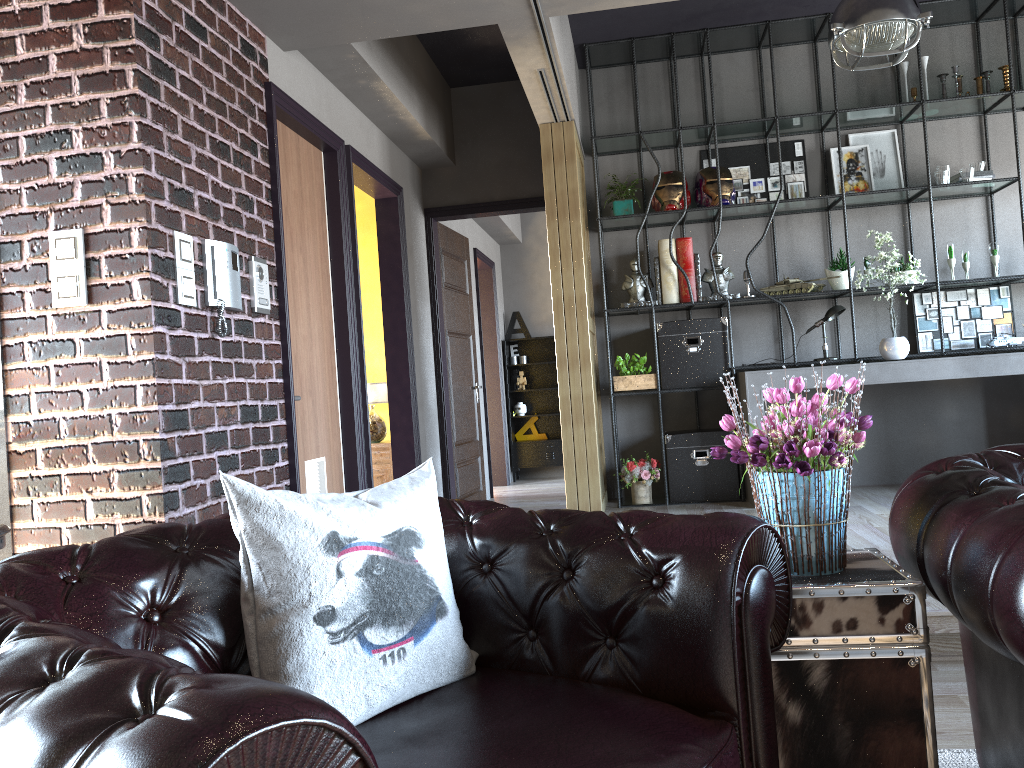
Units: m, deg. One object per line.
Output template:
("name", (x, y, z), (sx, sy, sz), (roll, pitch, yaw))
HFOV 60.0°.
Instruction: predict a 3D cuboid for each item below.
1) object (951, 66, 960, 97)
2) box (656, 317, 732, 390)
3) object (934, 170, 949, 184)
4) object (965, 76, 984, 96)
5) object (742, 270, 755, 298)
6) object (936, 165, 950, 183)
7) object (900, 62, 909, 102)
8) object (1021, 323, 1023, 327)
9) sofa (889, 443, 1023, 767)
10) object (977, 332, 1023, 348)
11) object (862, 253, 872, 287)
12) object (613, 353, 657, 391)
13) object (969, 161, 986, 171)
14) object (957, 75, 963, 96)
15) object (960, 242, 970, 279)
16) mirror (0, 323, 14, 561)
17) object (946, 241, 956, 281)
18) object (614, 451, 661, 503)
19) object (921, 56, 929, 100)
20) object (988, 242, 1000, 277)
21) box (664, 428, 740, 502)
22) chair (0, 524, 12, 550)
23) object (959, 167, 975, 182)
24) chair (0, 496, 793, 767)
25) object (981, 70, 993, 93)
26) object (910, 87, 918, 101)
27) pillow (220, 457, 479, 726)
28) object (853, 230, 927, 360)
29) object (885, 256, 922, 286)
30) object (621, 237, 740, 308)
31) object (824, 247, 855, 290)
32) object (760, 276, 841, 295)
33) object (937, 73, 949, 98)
("object", (3.025, -2.037, 6.033), (0.100, 0.243, 0.100), (-4, -1, 17))
("box", (1.292, -0.217, 6.346), (0.489, 0.481, 0.374), (-4, -1, 8))
("object", (2.897, -1.381, 5.974), (0.093, 0.099, 0.092), (-3, -1, -44))
("object", (3.176, -2.002, 6.020), (0.189, 0.152, 0.189), (-4, -1, 31))
("object", (1.644, -0.696, 6.186), (0.093, 0.200, 0.093), (-4, -1, 3))
("object", (2.958, -1.412, 6.071), (0.087, 0.155, 0.087), (-4, -1, 21))
("object", (2.810, -2.093, 6.318), (0.128, 0.390, 0.128), (-3, -1, -23))
("object", (3.334, -0.309, 5.674), (0.137, 0.190, 0.009), (-4, -1, 11))
("sofa", (2.195, 0.510, 1.865), (2.565, 0.838, 1.239), (-4, -1, 8))
("object", (3.383, -0.305, 6.060), (0.379, 0.111, 0.351), (-4, -1, 41))
("object", (2.526, -0.794, 6.303), (0.113, 0.273, 0.113), (-3, -1, -26))
("object", (0.866, -0.091, 6.248), (0.304, 0.265, 0.180), (-4, -1, 8))
("object", (3.231, -1.497, 6.151), (0.103, 0.068, 0.103), (-4, -1, 1))
("object", (3.127, -2.034, 6.189), (0.080, 0.226, 0.080), (-4, -1, -19))
("object", (3.200, -0.856, 6.255), (0.113, 0.302, 0.113), (-5, -1, 27))
("mirror", (-2.284, -0.482, 3.118), (1.048, 3.462, 0.050), (-4, -1, 8))
("object", (2.966, -0.828, 5.986), (0.113, 0.275, 0.113), (-4, -1, 12))
("object", (0.891, 0.659, 6.305), (0.345, 0.362, 0.331), (-4, -1, 12))
("object", (2.911, -2.101, 6.232), (0.128, 0.390, 0.128), (-3, -1, -32))
("object", (3.259, -0.835, 5.982), (0.113, 0.246, 0.113), (-5, -1, 27))
("box", (1.347, 0.567, 6.328), (0.489, 0.481, 0.374), (-4, -1, 8))
("chair", (-1.644, 0.812, 2.504), (0.439, 0.781, 0.438), (-4, -1, -13))
("object", (3.058, -1.392, 5.951), (0.092, 0.099, 0.092), (-3, -1, -34))
("chair", (-0.308, 0.680, 1.636), (1.244, 0.845, 1.493), (-5, -1, 38))
("object", (3.285, -2.049, 6.118), (0.084, 0.233, 0.084), (-4, -1, -11))
("object", (2.754, -1.960, 6.069), (0.135, 0.129, 0.135), (-4, -1, -19))
("pillow", (-0.308, 0.396, 1.808), (0.541, 0.502, 0.290), (-3, -1, -44))
("object", (2.438, -0.583, 5.676), (0.398, 0.852, 0.420), (-3, -1, -35))
("object", (2.686, -0.776, 6.108), (0.235, 0.213, 0.235), (-3, -1, -37))
("object", (1.184, -0.793, 6.364), (0.833, 0.466, 0.289), (-4, -1, 8))
("object", (2.280, -0.794, 6.149), (0.193, 0.305, 0.137), (-5, -2, 42))
("object", (2.029, -0.707, 6.243), (0.577, 0.170, 0.206), (-5, -1, 43))
("object", (2.978, -2.028, 6.113), (0.084, 0.233, 0.084), (-5, -1, 35))
